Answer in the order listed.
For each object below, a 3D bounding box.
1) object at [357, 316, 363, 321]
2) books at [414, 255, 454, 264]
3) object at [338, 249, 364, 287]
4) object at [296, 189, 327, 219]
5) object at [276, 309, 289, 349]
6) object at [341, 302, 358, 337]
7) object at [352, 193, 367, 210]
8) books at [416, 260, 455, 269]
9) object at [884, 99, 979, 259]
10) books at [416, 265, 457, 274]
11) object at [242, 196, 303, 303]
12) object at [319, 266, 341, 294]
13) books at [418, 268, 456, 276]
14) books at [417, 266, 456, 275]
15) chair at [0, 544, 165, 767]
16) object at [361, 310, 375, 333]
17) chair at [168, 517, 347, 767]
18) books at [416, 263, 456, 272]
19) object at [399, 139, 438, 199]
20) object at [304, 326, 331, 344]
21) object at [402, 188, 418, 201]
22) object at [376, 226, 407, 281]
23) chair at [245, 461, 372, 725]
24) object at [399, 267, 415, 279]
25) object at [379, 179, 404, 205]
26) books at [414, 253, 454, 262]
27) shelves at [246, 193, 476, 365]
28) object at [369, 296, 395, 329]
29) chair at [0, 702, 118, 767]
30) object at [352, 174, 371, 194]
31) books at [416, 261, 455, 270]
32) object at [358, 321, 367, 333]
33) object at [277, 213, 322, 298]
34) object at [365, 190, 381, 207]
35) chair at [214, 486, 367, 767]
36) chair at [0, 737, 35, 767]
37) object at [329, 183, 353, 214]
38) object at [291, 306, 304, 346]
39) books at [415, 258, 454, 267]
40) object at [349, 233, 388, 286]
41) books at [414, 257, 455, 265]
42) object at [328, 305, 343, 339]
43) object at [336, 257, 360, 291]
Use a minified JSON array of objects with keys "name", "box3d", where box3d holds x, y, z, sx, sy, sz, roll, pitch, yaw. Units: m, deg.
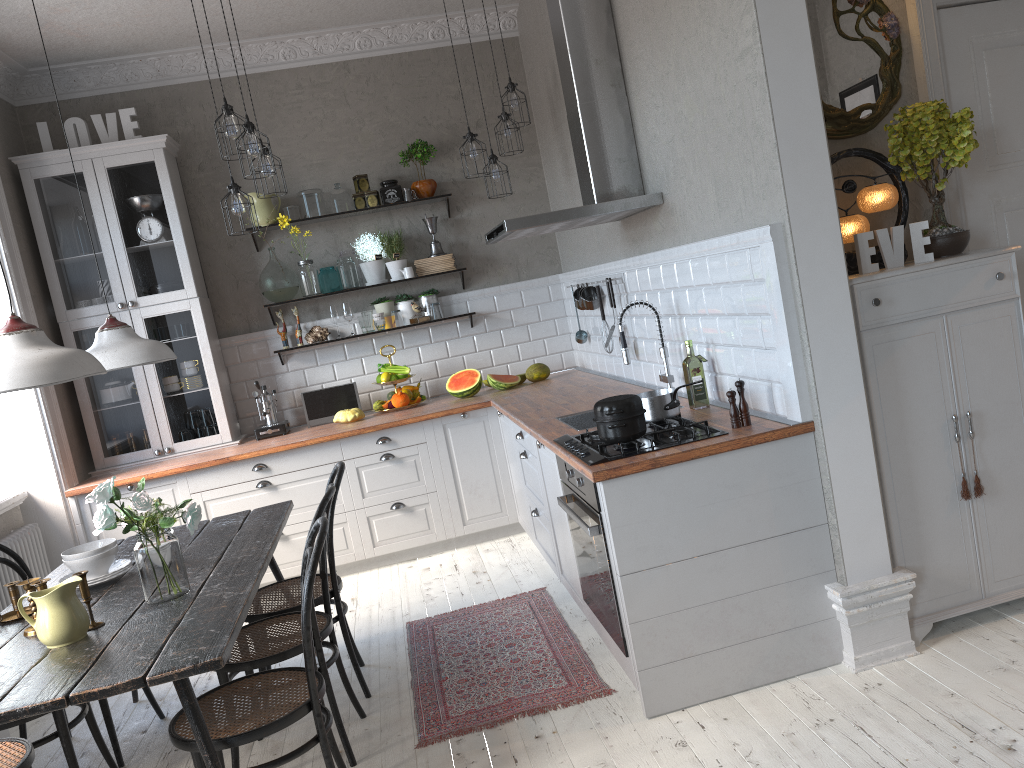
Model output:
[{"name":"object","box3d":[-0.980,-0.413,5.873,0.077,0.083,0.078,-10,6,9]},{"name":"books","box3d":[-0.517,-0.829,5.913,0.261,0.016,0.157,-11,6,-1]},{"name":"object","box3d":[-1.074,-0.758,5.895,0.132,0.264,0.131,-11,6,-3]},{"name":"object","box3d":[-1.287,-1.153,5.712,0.169,0.185,0.175,-7,7,30]},{"name":"object","box3d":[-1.496,-0.357,5.763,0.054,0.264,0.060,-16,8,-37]},{"name":"object","box3d":[-1.056,-0.419,5.749,0.083,0.217,0.080,-14,7,-23]},{"name":"object","box3d":[-0.989,-1.179,5.762,0.083,0.113,0.082,-12,6,-9]},{"name":"books","box3d":[-0.511,-0.798,5.916,0.262,0.011,0.157,-12,6,-7]},{"name":"object","box3d":[1.516,-0.732,3.162,0.292,0.554,0.345,-8,7,25]},{"name":"books","box3d":[-0.505,-0.766,5.920,0.260,0.016,0.158,-11,6,3]},{"name":"object","box3d":[-1.538,-0.855,5.634,0.341,0.675,0.331,-16,8,-40]},{"name":"object","box3d":[-1.198,-0.680,5.814,0.126,0.172,0.125,-12,6,-5]},{"name":"books","box3d":[-0.501,-0.744,5.922,0.262,0.011,0.157,-12,6,-7]},{"name":"books","box3d":[-0.503,-0.755,5.921,0.262,0.011,0.157,-11,6,-4]},{"name":"chair","box3d":[-1.764,1.010,3.452,0.548,0.921,0.438,-11,6,3]},{"name":"object","box3d":[-0.938,-0.409,5.806,0.080,0.140,0.077,-16,8,-36]},{"name":"chair","box3d":[-0.713,0.900,2.578,0.554,0.921,0.434,-12,6,-12]},{"name":"books","box3d":[-0.507,-0.776,5.919,0.261,0.016,0.157,-11,6,-1]},{"name":"object","box3d":[-0.585,-1.409,5.823,0.258,0.397,0.243,-9,6,15]},{"name":"object","box3d":[-1.273,-0.324,5.768,0.180,0.111,0.094,-15,7,-32]},{"name":"object","box3d":[-0.667,-1.233,5.768,0.094,0.096,0.074,-12,6,-9]},{"name":"object","box3d":[-0.780,-0.868,5.830,0.166,0.380,0.188,-6,8,42]},{"name":"chair","box3d":[-0.854,0.822,3.576,0.554,0.921,0.434,-12,6,-12]},{"name":"object","box3d":[-0.676,-0.728,5.796,0.104,0.071,0.063,-9,7,21]},{"name":"object","box3d":[-0.797,-1.256,5.840,0.143,0.174,0.141,-12,6,-9]},{"name":"books","box3d":[-0.519,-0.839,5.911,0.262,0.011,0.157,-11,6,-4]},{"name":"shelves","box3d":[-0.961,-0.669,5.831,1.326,0.924,0.227,-12,6,-10]},{"name":"object","box3d":[-0.857,-0.475,5.901,0.159,0.217,0.153,-15,7,-29]},{"name":"chair","box3d":[-1.707,1.050,2.973,0.554,0.921,0.434,-12,6,-12]},{"name":"object","box3d":[-0.975,-1.295,5.743,0.084,0.113,0.081,-14,7,-29]},{"name":"books","box3d":[-0.509,-0.787,5.917,0.262,0.011,0.157,-11,6,-4]},{"name":"object","box3d":[-0.974,-0.381,5.877,0.077,0.083,0.078,-10,6,9]},{"name":"object","box3d":[-1.349,-0.821,5.628,0.194,0.540,0.277,-13,7,-17]},{"name":"object","box3d":[-0.903,-1.197,5.773,0.083,0.113,0.083,-11,6,1]},{"name":"chair","box3d":[-0.798,0.861,3.100,0.550,0.921,0.437,-11,6,-2]},{"name":"chair","box3d":[-1.620,1.090,2.430,0.550,0.921,0.437,-11,6,-2]},{"name":"object","box3d":[-1.131,-1.213,5.834,0.137,0.220,0.143,-6,8,40]},{"name":"object","box3d":[-1.391,-0.378,5.766,0.052,0.264,0.062,-8,7,27]},{"name":"books","box3d":[-0.513,-0.808,5.915,0.262,0.011,0.157,-11,6,-4]},{"name":"object","box3d":[-0.915,-0.833,5.859,0.243,0.354,0.235,-10,6,9]},{"name":"books","box3d":[-0.515,-0.818,5.914,0.260,0.016,0.158,-11,6,3]},{"name":"object","box3d":[-1.157,-0.408,5.825,0.083,0.217,0.080,-14,7,-23]},{"name":"object","box3d":[-1.068,-0.714,5.747,0.124,0.206,0.126,-10,6,14]}]
